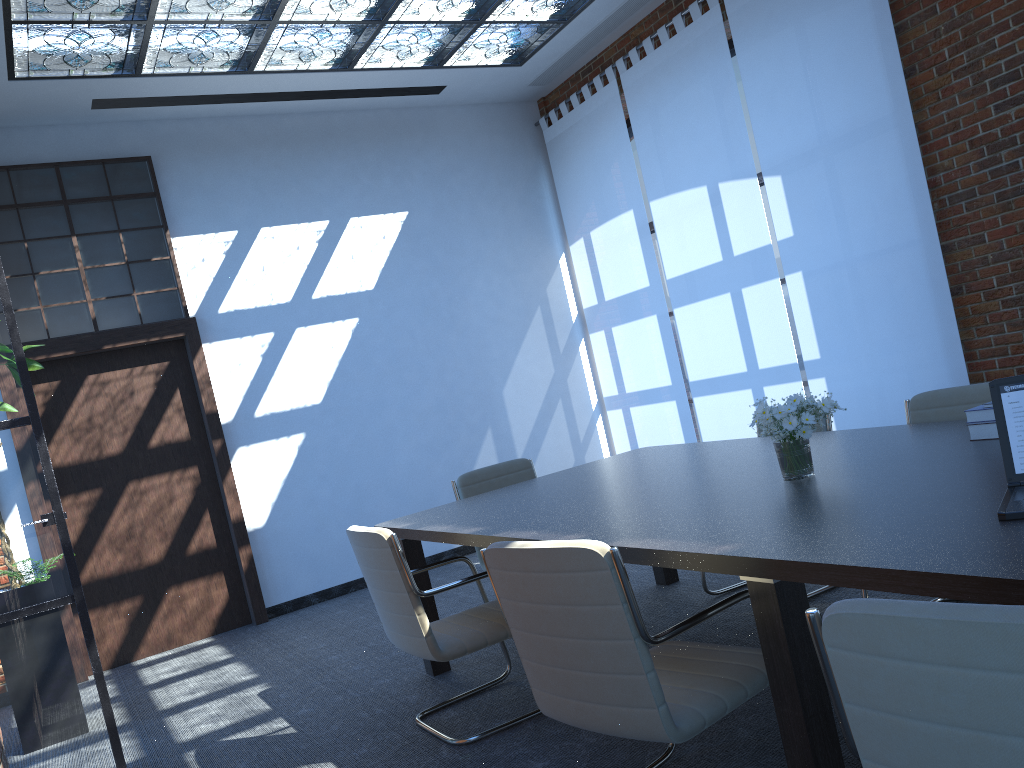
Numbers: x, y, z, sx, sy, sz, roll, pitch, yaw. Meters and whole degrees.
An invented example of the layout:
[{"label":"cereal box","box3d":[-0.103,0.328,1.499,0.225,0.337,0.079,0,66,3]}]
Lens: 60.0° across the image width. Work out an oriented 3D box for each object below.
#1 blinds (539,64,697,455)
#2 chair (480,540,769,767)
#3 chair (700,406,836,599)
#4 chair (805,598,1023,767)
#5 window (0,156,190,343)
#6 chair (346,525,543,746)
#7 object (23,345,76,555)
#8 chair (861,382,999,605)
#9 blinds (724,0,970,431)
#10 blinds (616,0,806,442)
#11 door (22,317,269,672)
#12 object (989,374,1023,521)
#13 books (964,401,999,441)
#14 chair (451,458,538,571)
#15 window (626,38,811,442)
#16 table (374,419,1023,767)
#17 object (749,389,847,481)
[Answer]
[{"label":"blinds","box3d":[0.976,-0.763,7.979,0.039,3.761,1.222,-14,2,-29]},{"label":"chair","box3d":[0.407,0.820,2.605,0.703,0.924,0.562,-14,2,-40]},{"label":"chair","box3d":[1.317,0.624,4.627,0.704,0.924,0.561,-13,1,-25]},{"label":"chair","box3d":[0.956,0.685,1.375,0.703,0.924,0.562,-14,2,-40]},{"label":"window","box3d":[-3.203,-0.987,6.520,1.323,1.293,0.059,-13,2,-28]},{"label":"chair","box3d":[-0.234,0.976,3.810,0.703,0.924,0.562,-14,1,-29]},{"label":"object","box3d":[-2.907,0.797,4.984,0.942,2.494,1.328,-14,2,-28]},{"label":"chair","box3d":[1.767,0.513,3.574,0.703,0.924,0.562,-14,1,-35]},{"label":"blinds","box3d":[2.167,-1.053,5.741,0.039,3.761,1.222,-14,2,-29]},{"label":"blinds","box3d":[1.574,-0.909,6.856,0.039,3.761,1.222,-14,2,-29]},{"label":"door","box3d":[-2.813,0.813,6.631,1.394,2.437,0.201,-14,2,-28]},{"label":"object","box3d":[1.288,0.111,1.972,0.392,0.283,0.321,-13,1,35]},{"label":"books","box3d":[1.741,0.099,3.026,0.293,0.115,0.255,-13,0,-30]},{"label":"chair","box3d":[0.129,0.900,5.040,0.558,0.924,0.708,-14,1,-29]},{"label":"window","box3d":[3.438,-1.244,4.545,0.159,3.611,9.653,-14,0,-29]},{"label":"table","box3d":[1.179,0.703,3.076,1.802,0.810,4.518,-13,0,-29]},{"label":"object","box3d":[0.984,0.174,3.115,0.328,0.310,0.337,-13,1,-18]}]
